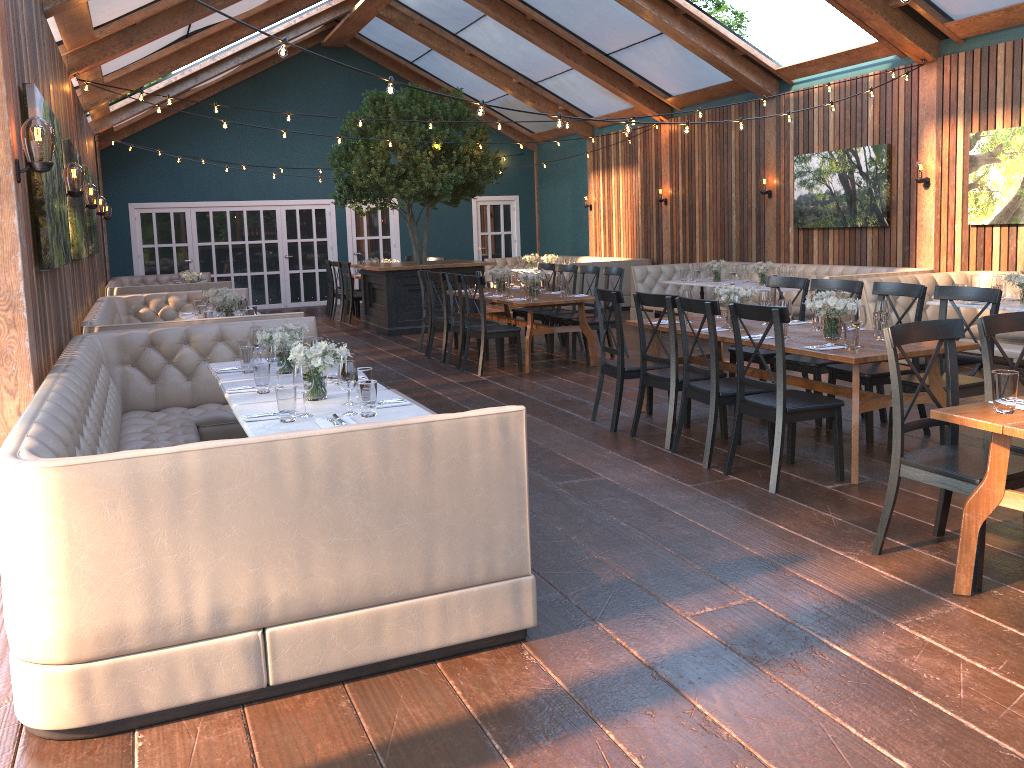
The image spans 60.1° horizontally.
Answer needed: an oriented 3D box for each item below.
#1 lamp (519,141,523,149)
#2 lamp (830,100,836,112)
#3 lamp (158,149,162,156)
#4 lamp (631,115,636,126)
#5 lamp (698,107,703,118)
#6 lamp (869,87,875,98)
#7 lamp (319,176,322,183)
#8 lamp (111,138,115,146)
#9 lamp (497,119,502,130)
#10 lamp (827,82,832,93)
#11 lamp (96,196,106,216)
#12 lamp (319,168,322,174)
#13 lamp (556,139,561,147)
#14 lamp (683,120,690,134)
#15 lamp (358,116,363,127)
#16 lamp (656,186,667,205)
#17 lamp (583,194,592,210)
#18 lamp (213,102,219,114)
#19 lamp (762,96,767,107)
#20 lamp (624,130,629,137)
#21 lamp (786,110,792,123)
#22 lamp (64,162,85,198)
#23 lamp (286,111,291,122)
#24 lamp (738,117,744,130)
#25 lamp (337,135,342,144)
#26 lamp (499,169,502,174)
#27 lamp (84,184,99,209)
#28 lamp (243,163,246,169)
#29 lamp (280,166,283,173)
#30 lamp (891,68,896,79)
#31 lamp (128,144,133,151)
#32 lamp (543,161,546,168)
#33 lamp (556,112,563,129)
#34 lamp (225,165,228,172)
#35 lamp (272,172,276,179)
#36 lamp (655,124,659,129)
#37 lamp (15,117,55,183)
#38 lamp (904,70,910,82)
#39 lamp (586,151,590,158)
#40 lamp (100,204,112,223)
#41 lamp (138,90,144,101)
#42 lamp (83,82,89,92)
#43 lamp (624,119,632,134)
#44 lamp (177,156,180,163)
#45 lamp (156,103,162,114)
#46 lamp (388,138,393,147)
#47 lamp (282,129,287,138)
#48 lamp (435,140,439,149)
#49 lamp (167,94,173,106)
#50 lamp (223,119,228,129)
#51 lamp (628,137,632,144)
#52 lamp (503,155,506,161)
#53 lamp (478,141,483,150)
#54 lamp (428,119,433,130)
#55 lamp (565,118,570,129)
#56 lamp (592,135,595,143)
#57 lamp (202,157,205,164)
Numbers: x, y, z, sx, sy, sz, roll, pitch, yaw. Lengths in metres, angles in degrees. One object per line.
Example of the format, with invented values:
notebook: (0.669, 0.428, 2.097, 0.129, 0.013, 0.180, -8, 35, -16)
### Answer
lamp: (0.140, -3.576, 13.239, 0.060, 0.118, 0.057, -2, 7, 1)
lamp: (3.282, -2.846, 9.059, 0.071, 0.115, 0.057, -2, 7, 0)
lamp: (-5.956, -3.918, 14.954, 0.056, 0.120, 0.056, -7, 9, -38)
lamp: (1.367, -2.966, 9.964, 0.056, 0.116, 0.068, 2, 8, 30)
lamp: (2.130, -3.066, 10.006, 0.056, 0.120, 0.057, -2, 7, -2)
lamp: (3.859, -3.127, 9.488, 0.060, 0.118, 0.057, -2, 7, 0)
lamp: (-3.221, -3.438, 14.867, 0.056, 0.118, 0.060, 0, 7, 14)
lamp: (-6.507, -3.946, 14.425, 0.056, 0.119, 0.057, 3, 9, 37)
lamp: (-0.142, -2.870, 9.798, 0.056, 0.120, 0.056, 4, 9, 42)
lamp: (3.620, -3.379, 10.080, 0.056, 0.119, 0.057, 1, 7, 20)
lamp: (-5.538, -2.368, 11.883, 0.178, 0.318, 0.147, -5, 8, -23)
lamp: (-3.681, -4.100, 16.991, 0.067, 0.117, 0.057, 1, 8, 21)
lamp: (0.723, -3.734, 13.703, 0.056, 0.116, 0.068, -5, 8, -25)
lamp: (1.519, -2.234, 7.699, 0.056, 0.119, 0.057, -2, 7, -4)
lamp: (-1.652, -2.854, 9.628, 0.056, 0.120, 0.057, -4, 7, -14)
lamp: (2.579, -3.247, 15.268, 0.178, 0.318, 0.147, -5, 8, -23)
lamp: (1.509, -3.655, 17.789, 0.178, 0.318, 0.147, -5, 8, -23)
lamp: (-3.154, -2.944, 9.430, 0.056, 0.120, 0.057, -2, 7, 2)
lamp: (2.871, -3.215, 10.060, 0.064, 0.118, 0.057, -6, 8, -29)
lamp: (1.892, -4.141, 14.615, 0.064, 0.117, 0.057, -4, 7, -14)
lamp: (2.700, -2.603, 8.614, 0.056, 0.120, 0.057, -1, 7, 5)
lamp: (-3.390, -1.549, 6.825, 0.178, 0.318, 0.147, -5, 8, -23)
lamp: (-2.407, -2.884, 9.531, 0.056, 0.120, 0.057, -3, 7, -10)
lamp: (2.114, -2.399, 8.157, 0.056, 0.120, 0.056, -7, 9, -35)
lamp: (-2.212, -3.130, 11.325, 0.056, 0.119, 0.056, -7, 9, -35)
lamp: (-0.198, -3.628, 15.136, 0.056, 0.120, 0.056, 5, 10, 43)
lamp: (-4.469, -1.960, 9.364, 0.178, 0.318, 0.147, -5, 8, -23)
lamp: (-4.840, -3.928, 15.995, 0.056, 0.119, 0.057, -5, 7, -20)
lamp: (-4.293, -3.999, 16.501, 0.056, 0.120, 0.057, -2, 7, 1)
lamp: (4.355, -3.546, 10.107, 0.056, 0.120, 0.057, -2, 7, -1)
lamp: (-6.191, -3.835, 14.351, 0.076, 0.113, 0.057, 1, 8, 22)
lamp: (0.559, -3.755, 15.158, 0.056, 0.120, 0.056, 5, 10, 44)
lamp: (0.359, -2.001, 6.724, 0.056, 0.120, 0.056, -5, 8, -24)
lamp: (-4.720, -3.558, 14.632, 0.056, 0.118, 0.060, -4, 7, -18)
lamp: (-3.956, -3.471, 14.725, 0.056, 0.114, 0.074, 1, 8, 20)
lamp: (2.468, -4.397, 15.069, 0.056, 0.119, 0.057, -1, 7, 6)
lamp: (-2.326, -1.143, 4.318, 0.178, 0.318, 0.147, -5, 8, -23)
lamp: (4.422, -3.447, 9.907, 0.063, 0.118, 0.056, -8, 9, -39)
lamp: (1.303, -3.934, 15.179, 0.066, 0.117, 0.057, 5, 10, 43)
lamp: (-6.608, -2.776, 14.403, 0.178, 0.318, 0.147, -5, 8, -23)
lamp: (-3.907, -3.036, 9.314, 0.056, 0.119, 0.057, 3, 8, 33)
lamp: (-4.473, -3.128, 9.292, 0.056, 0.118, 0.062, 0, 7, 12)
lamp: (0.947, -2.101, 7.209, 0.056, 0.119, 0.057, -4, 7, -17)
lamp: (-5.465, -3.680, 14.495, 0.060, 0.118, 0.057, -6, 8, -28)
lamp: (-3.907, -3.050, 9.793, 0.056, 0.117, 0.066, 1, 8, 26)
lamp: (-1.624, -3.219, 11.809, 0.056, 0.120, 0.056, -8, 9, -42)
lamp: (-2.784, -3.064, 10.821, 0.056, 0.119, 0.057, 3, 8, 33)
lamp: (-1.044, -3.326, 12.301, 0.056, 0.120, 0.057, -2, 7, 3)
lamp: (-3.622, -3.003, 9.358, 0.056, 0.120, 0.057, -4, 7, -20)
lamp: (-3.342, -3.032, 10.303, 0.056, 0.118, 0.062, 0, 7, 19)
lamp: (2.018, -4.181, 15.193, 0.074, 0.114, 0.057, -4, 7, -16)
lamp: (-0.165, -5.047, 19.760, 0.056, 0.120, 0.056, -8, 9, -40)
lamp: (-0.451, -3.441, 12.768, 0.060, 0.118, 0.056, -7, 9, -37)
lamp: (-0.894, -2.852, 9.724, 0.056, 0.120, 0.057, 0, 7, 18)
lamp: (0.617, -2.906, 9.877, 0.056, 0.120, 0.057, -3, 7, -7)
lamp: (1.301, -3.924, 14.178, 0.056, 0.120, 0.056, -8, 9, -40)
lamp: (-5.397, -3.906, 15.475, 0.056, 0.119, 0.057, -3, 7, -8)
